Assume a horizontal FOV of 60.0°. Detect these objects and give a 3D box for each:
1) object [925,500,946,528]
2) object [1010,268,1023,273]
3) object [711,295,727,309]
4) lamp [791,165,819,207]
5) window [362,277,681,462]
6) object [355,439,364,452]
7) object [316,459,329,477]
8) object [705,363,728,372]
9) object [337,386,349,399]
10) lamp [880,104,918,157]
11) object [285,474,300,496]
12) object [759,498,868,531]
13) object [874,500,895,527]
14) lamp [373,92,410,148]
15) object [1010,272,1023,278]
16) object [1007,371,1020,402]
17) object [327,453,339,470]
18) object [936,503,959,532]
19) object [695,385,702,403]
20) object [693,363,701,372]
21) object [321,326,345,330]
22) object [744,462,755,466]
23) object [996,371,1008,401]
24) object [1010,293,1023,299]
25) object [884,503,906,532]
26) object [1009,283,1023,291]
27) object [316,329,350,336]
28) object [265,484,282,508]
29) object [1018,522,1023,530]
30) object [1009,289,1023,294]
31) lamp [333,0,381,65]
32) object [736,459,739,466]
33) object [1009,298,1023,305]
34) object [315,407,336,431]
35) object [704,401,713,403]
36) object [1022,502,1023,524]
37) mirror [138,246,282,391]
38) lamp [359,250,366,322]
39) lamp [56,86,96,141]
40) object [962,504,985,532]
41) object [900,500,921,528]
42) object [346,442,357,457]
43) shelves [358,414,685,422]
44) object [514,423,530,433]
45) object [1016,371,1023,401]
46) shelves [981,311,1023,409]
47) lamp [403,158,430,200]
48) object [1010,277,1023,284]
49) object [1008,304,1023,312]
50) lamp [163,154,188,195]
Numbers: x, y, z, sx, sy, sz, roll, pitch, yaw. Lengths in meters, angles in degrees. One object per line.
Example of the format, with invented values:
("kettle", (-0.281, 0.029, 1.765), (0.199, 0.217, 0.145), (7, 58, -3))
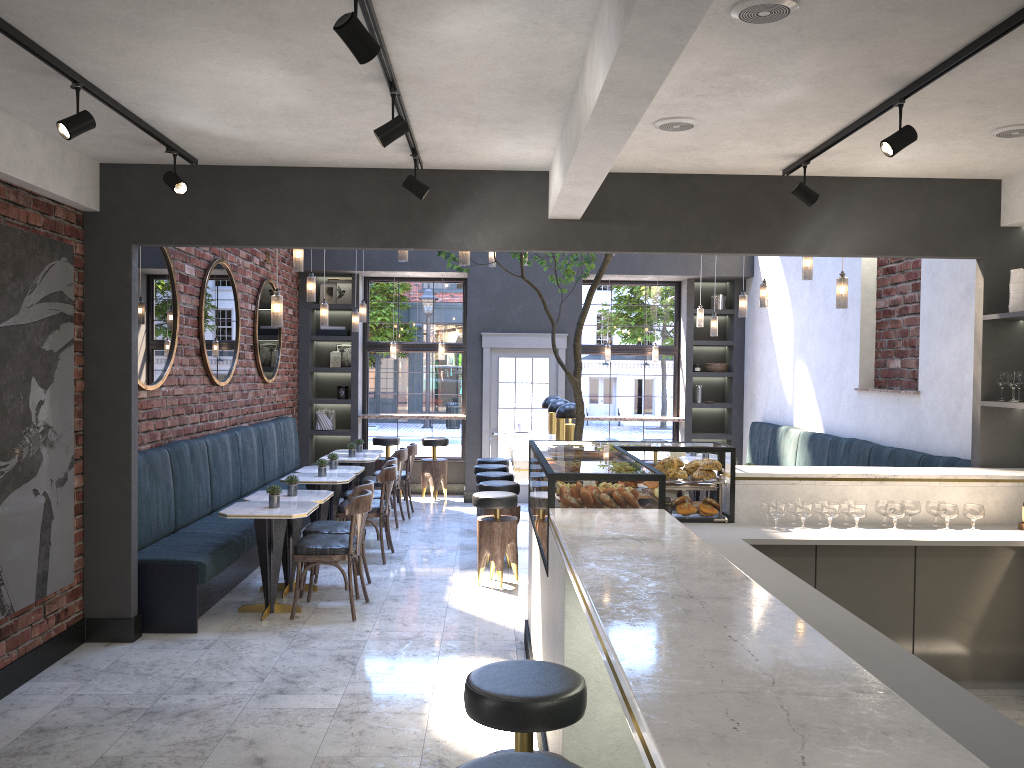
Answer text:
("object", (2.482, 0.760, 5.194), (0.114, 0.147, 0.114), (1, 1, 3))
("object", (3.154, -0.685, 5.459), (0.153, 0.070, 0.153), (2, 1, 45))
("object", (2.841, -1.120, 12.190), (0.214, 0.215, 0.213), (1, 1, 8))
("lamp", (1.704, -1.148, 5.149), (0.157, 0.235, 0.087), (1, 1, -7))
("window", (0.308, -1.482, 6.173), (6.405, 5.366, 12.707), (1, 1, -2))
("object", (-1.800, 0.723, 10.466), (0.118, 0.165, 0.122), (0, 1, -24))
("object", (-1.736, 0.762, 8.106), (0.118, 0.165, 0.122), (0, 1, -24))
("object", (2.810, -0.224, 12.198), (0.305, 0.124, 0.304), (1, 1, 19))
("object", (-2.295, 0.115, 12.027), (0.152, 0.181, 0.152), (2, 2, 36))
("lamp", (1.725, -1.128, 3.954), (0.157, 0.235, 0.087), (1, 1, -7))
("object", (-1.702, 0.782, 6.868), (0.118, 0.165, 0.122), (0, 1, -24))
("object", (1.739, 0.752, 5.136), (0.575, 0.148, 0.255), (1, 1, -2))
("object", (2.180, 0.756, 5.185), (0.114, 0.147, 0.114), (1, 1, 3))
("lamp", (-0.528, -1.156, 3.892), (0.157, 0.238, 0.087), (1, 1, -7))
("object", (3.157, -0.653, 5.461), (0.153, 0.067, 0.153), (2, 1, 45))
("object", (3.108, 0.016, 5.494), (0.070, 0.188, 0.070), (0, 1, -10))
("object", (-1.752, 0.752, 8.688), (0.118, 0.165, 0.122), (0, 1, -24))
("object", (2.486, 0.762, 5.062), (0.114, 0.147, 0.114), (1, 1, 3))
("object", (2.554, 0.140, 12.131), (0.098, 0.248, 0.098), (2, 2, 38))
("object", (2.534, -0.225, 12.167), (0.116, 0.119, 0.117), (0, 1, -25))
("object", (-2.427, -0.753, 12.020), (0.327, 0.039, 0.227), (0, 1, -12))
("object", (2.203, 0.807, 8.215), (0.118, 0.165, 0.122), (0, 1, -24))
("object", (3.104, 0.014, 5.612), (0.070, 0.188, 0.070), (0, 1, -10))
("object", (3.156, -0.526, 5.470), (0.153, 0.062, 0.153), (1, 1, 28))
("object", (2.184, 0.759, 5.054), (0.114, 0.147, 0.114), (1, 1, 3))
("object", (3.153, -0.588, 5.467), (0.153, 0.060, 0.153), (0, 1, -19))
("object", (-2.423, -0.692, 12.010), (0.412, 0.084, 0.286), (1, 1, -2))
("object", (-1.686, 0.792, 6.286), (0.118, 0.165, 0.122), (0, 1, -24))
("object", (3.119, 0.832, 5.080), (0.307, 0.038, 0.231), (1, 1, -2))
("object", (3.154, -0.558, 5.469), (0.154, 0.075, 0.153), (0, 1, -34))
("lamp", (-0.488, -1.138, 2.797), (0.087, 0.238, 0.157), (2, 2, 37))
("object", (2.187, 0.797, 8.796), (0.118, 0.165, 0.122), (0, 1, -24))
("object", (3.155, -0.496, 5.472), (0.153, 0.074, 0.154), (1, 1, 1))
("object", (-2.533, 0.466, 12.044), (0.250, 0.323, 0.241), (1, 1, -2))
("object", (2.690, 0.253, 12.111), (0.130, 0.026, 0.130), (0, 1, -18))
("object", (3.007, 0.708, 5.149), (0.070, 0.279, 0.069), (-1, 2, -40))
("mirror", (-2.723, -0.735, 8.328), (0.036, 1.510, 4.772), (1, 1, -2))
("lamp", (-1.729, -2.778, 10.372), (0.078, 4.106, 0.078), (0, 2, -17))
("lamp", (-1.892, -1.171, 3.850), (0.087, 0.238, 0.157), (2, 2, 37))
("object", (2.636, 0.764, 5.066), (0.114, 0.147, 0.114), (1, 1, 3))
("object", (2.331, 0.758, 5.189), (0.114, 0.147, 0.114), (1, 1, 3))
("object", (-1.784, 0.732, 9.884), (0.118, 0.165, 0.122), (0, 1, -24))
("shelves", (0.134, 0.461, 12.129), (4.403, 0.043, 0.384), (1, 1, -2))
("object", (0.113, 0.488, 9.907), (0.176, 0.098, 0.204), (1, 1, 4))
("object", (3.214, 0.015, 5.615), (0.070, 0.188, 0.070), (0, 1, -10))
("shelves", (3.217, -0.119, 3.903), (0.300, 0.580, 3.599), (1, 1, -2))
("lamp", (-0.549, -1.175, 5.086), (0.157, 0.238, 0.087), (1, 1, -7))
("object", (3.154, -0.623, 5.463), (0.154, 0.076, 0.153), (1, 1, 20))
("object", (3.152, -0.460, 5.475), (0.153, 0.055, 0.153), (0, 1, -40))
("lamp", (-1.915, -1.189, 5.046), (0.157, 0.235, 0.087), (2, 2, 39))
